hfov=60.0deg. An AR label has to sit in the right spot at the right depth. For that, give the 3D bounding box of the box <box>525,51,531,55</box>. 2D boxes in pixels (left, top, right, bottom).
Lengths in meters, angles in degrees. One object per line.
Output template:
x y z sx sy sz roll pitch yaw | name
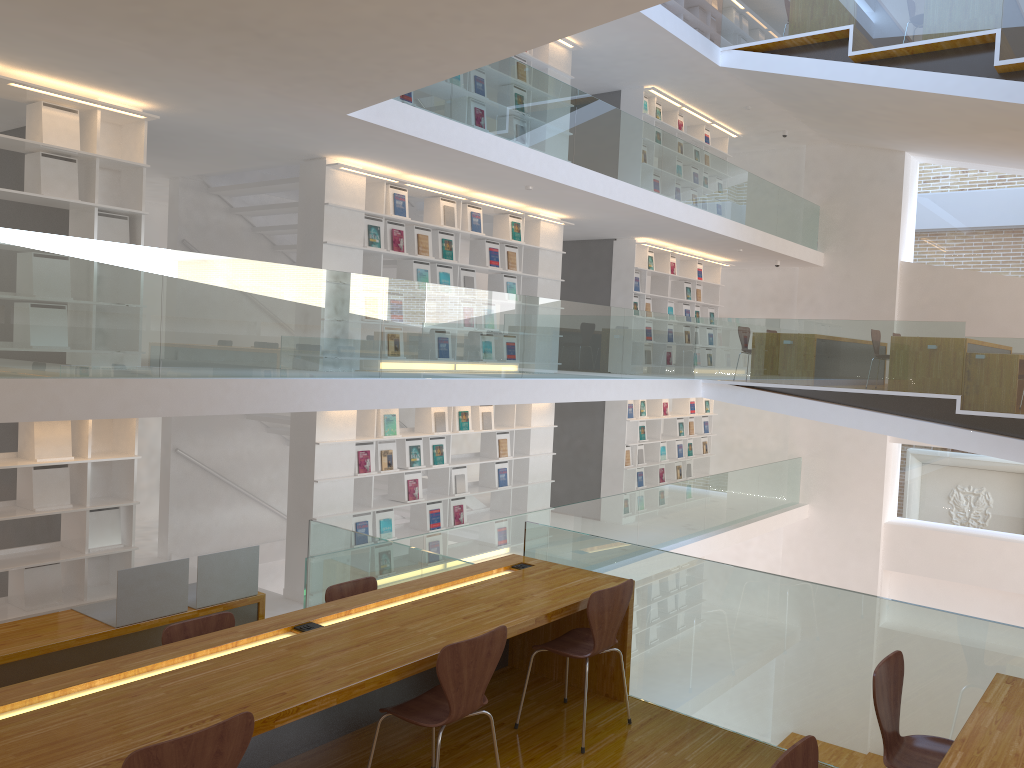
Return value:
0.034 -3.757 9.718 0.274 0.296 0.245 4 3 37 | box

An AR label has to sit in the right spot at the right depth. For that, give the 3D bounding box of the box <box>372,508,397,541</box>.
-1.277 1.334 8.490 0.274 0.296 0.245 4 3 37 | box

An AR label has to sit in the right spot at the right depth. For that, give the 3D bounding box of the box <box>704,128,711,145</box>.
2.917 -3.778 13.657 0.274 0.296 0.245 4 3 37 | box

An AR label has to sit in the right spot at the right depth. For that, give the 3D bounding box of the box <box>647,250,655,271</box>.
1.860 -1.729 12.459 0.274 0.296 0.245 4 3 37 | box

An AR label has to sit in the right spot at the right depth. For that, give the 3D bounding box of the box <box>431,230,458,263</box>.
-0.726 -1.382 8.949 0.274 0.296 0.245 4 3 37 | box

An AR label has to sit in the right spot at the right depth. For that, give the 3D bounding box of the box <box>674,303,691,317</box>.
2.574 -1.078 13.474 0.274 0.296 0.245 4 3 37 | box

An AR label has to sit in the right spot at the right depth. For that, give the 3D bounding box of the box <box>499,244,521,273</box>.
-0.072 -1.386 9.817 0.274 0.296 0.245 4 3 37 | box

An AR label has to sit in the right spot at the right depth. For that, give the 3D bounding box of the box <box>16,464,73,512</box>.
-3.167 0.684 6.014 0.274 0.296 0.245 4 3 37 | box

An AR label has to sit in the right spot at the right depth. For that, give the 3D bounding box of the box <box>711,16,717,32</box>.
2.995 -5.462 13.591 0.274 0.296 0.245 4 3 37 | box

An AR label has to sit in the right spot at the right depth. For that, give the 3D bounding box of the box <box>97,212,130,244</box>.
-2.860 -1.046 6.246 0.274 0.296 0.245 4 3 37 | box

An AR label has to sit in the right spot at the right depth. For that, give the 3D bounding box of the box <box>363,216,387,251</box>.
-1.331 -1.380 8.143 0.274 0.296 0.245 4 3 37 | box

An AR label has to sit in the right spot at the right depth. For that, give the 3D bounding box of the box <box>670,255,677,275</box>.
2.270 -1.733 13.000 0.274 0.296 0.245 4 3 37 | box

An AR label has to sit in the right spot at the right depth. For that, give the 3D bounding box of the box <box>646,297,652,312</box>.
1.831 -1.074 12.486 0.274 0.296 0.245 4 3 37 | box

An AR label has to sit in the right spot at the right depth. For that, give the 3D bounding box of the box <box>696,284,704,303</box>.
2.806 -1.407 13.751 0.274 0.296 0.245 4 3 37 | box

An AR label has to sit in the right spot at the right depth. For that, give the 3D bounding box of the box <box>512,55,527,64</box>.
0.023 -3.429 9.737 0.274 0.296 0.245 4 3 37 | box

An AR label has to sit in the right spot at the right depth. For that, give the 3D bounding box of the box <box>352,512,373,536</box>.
-1.455 1.335 8.253 0.274 0.296 0.245 4 3 37 | box

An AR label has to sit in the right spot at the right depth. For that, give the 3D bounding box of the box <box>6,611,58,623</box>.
-3.242 1.669 6.013 0.274 0.296 0.245 4 3 37 | box

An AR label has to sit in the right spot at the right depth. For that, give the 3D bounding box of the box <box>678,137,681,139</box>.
2.350 -3.446 12.937 0.274 0.296 0.245 4 3 37 | box

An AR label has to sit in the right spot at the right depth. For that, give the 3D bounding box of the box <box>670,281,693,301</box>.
2.589 -1.405 13.461 0.274 0.296 0.245 4 3 37 | box

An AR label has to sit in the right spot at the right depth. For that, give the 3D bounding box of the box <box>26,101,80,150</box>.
-3.055 -1.700 5.922 0.274 0.296 0.245 4 3 37 | box

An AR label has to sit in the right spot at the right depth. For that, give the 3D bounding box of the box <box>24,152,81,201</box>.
-3.071 -1.373 5.933 0.274 0.296 0.245 4 3 37 | box

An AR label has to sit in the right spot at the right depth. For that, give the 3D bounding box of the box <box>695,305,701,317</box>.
2.785 -1.079 13.756 0.274 0.296 0.245 4 3 37 | box

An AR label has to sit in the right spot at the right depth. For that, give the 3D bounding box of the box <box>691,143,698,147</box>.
2.688 -3.448 13.386 0.274 0.296 0.245 4 3 37 | box

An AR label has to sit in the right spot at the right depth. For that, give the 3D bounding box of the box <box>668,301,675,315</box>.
2.250 -1.076 13.044 0.274 0.296 0.245 4 3 37 | box

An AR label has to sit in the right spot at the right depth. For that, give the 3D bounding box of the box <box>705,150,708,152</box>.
2.901 -3.450 13.670 0.274 0.296 0.245 4 3 37 | box

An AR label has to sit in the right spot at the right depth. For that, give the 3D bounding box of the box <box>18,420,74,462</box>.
-3.150 0.357 6.003 0.274 0.296 0.245 4 3 37 | box

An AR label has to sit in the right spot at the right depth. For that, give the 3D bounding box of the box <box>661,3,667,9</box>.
2.019 -5.128 12.326 0.274 0.296 0.245 4 3 37 | box

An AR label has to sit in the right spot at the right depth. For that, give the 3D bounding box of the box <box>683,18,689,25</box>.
2.439 -5.131 12.885 0.274 0.296 0.245 4 3 37 | box

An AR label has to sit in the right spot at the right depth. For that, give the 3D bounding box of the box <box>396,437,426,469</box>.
-1.029 0.669 8.753 0.274 0.296 0.245 4 3 37 | box

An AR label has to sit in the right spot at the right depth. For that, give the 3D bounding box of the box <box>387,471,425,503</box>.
-1.041 0.997 8.770 0.274 0.296 0.245 4 3 37 | box

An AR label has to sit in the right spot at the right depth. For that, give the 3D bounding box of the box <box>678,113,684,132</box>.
2.365 -3.776 12.919 0.274 0.296 0.245 4 3 37 | box

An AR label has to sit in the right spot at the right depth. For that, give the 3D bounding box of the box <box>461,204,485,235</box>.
-0.455 -1.712 9.275 0.274 0.296 0.245 4 3 37 | box

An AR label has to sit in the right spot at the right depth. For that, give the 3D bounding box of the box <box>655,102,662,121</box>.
1.955 -3.772 12.378 0.274 0.296 0.245 4 3 37 | box

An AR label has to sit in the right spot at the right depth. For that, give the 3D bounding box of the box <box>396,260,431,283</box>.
-0.947 -1.053 8.687 0.274 0.296 0.245 4 3 37 | box

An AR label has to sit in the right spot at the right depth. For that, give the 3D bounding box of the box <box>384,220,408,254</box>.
-1.158 -1.380 8.394 0.274 0.296 0.245 4 3 37 | box

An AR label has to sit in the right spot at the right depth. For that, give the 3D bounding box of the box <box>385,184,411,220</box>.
-1.133 -1.708 8.373 0.274 0.296 0.245 4 3 37 | box

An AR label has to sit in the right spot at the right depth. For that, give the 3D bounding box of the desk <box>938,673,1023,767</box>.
1.146 1.411 1.831 0.760 0.606 3.185 4 3 37 | desk

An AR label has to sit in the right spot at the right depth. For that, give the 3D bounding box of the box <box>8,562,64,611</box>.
-3.220 1.340 6.009 0.274 0.296 0.245 4 3 37 | box

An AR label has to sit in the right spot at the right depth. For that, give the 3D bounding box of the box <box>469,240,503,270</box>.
-0.277 -1.387 9.546 0.274 0.296 0.245 4 3 37 | box

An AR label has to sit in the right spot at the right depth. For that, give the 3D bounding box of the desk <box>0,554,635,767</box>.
-0.860 1.405 3.577 1.285 0.918 3.236 4 3 37 | desk

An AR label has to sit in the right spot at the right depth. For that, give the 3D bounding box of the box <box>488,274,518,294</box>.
-0.087 -1.058 9.832 0.274 0.296 0.245 4 3 37 | box

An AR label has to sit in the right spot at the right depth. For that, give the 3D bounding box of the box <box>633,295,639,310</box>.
1.605 -1.072 12.186 0.274 0.296 0.245 4 3 37 | box

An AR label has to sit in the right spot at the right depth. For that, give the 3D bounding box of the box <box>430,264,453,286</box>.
-0.744 -1.053 8.958 0.274 0.296 0.245 4 3 37 | box

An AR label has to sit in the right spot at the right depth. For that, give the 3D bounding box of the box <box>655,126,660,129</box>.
1.941 -3.446 12.392 0.274 0.296 0.245 4 3 37 | box

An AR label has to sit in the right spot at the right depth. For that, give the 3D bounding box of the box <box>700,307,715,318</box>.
3.107 -1.082 14.183 0.274 0.296 0.245 4 3 37 | box

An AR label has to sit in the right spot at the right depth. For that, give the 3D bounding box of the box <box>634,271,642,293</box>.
1.616 -1.400 12.168 0.274 0.296 0.245 4 3 37 | box

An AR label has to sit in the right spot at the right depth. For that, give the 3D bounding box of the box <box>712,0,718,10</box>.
3.010 -5.789 13.578 0.274 0.296 0.245 4 3 37 | box

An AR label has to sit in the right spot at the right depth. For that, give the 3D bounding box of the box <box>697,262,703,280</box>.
2.822 -1.735 13.738 0.274 0.296 0.245 4 3 37 | box

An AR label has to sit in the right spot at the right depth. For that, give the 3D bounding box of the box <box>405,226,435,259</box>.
-0.933 -1.381 8.673 0.274 0.296 0.245 4 3 37 | box

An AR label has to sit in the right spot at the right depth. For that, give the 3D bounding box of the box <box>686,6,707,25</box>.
2.778 -5.460 13.302 0.274 0.296 0.245 4 3 37 | box

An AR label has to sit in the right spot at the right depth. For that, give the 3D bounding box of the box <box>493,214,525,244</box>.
-0.028 -1.714 9.844 0.274 0.296 0.245 4 3 37 | box

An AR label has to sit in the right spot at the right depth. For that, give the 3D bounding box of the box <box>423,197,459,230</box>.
-0.706 -1.710 8.941 0.274 0.296 0.245 4 3 37 | box

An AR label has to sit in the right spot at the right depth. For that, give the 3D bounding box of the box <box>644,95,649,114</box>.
1.717 -3.771 12.061 0.274 0.296 0.245 4 3 37 | box

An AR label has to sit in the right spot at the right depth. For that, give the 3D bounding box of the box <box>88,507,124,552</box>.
-2.956 1.011 6.327 0.274 0.296 0.245 4 3 37 | box

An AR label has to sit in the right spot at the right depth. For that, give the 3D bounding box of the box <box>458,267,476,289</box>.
-0.522 -1.055 9.253 0.274 0.296 0.245 4 3 37 | box

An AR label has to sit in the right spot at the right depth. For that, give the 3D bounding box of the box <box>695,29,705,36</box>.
2.762 -5.132 13.315 0.274 0.296 0.245 4 3 37 | box
